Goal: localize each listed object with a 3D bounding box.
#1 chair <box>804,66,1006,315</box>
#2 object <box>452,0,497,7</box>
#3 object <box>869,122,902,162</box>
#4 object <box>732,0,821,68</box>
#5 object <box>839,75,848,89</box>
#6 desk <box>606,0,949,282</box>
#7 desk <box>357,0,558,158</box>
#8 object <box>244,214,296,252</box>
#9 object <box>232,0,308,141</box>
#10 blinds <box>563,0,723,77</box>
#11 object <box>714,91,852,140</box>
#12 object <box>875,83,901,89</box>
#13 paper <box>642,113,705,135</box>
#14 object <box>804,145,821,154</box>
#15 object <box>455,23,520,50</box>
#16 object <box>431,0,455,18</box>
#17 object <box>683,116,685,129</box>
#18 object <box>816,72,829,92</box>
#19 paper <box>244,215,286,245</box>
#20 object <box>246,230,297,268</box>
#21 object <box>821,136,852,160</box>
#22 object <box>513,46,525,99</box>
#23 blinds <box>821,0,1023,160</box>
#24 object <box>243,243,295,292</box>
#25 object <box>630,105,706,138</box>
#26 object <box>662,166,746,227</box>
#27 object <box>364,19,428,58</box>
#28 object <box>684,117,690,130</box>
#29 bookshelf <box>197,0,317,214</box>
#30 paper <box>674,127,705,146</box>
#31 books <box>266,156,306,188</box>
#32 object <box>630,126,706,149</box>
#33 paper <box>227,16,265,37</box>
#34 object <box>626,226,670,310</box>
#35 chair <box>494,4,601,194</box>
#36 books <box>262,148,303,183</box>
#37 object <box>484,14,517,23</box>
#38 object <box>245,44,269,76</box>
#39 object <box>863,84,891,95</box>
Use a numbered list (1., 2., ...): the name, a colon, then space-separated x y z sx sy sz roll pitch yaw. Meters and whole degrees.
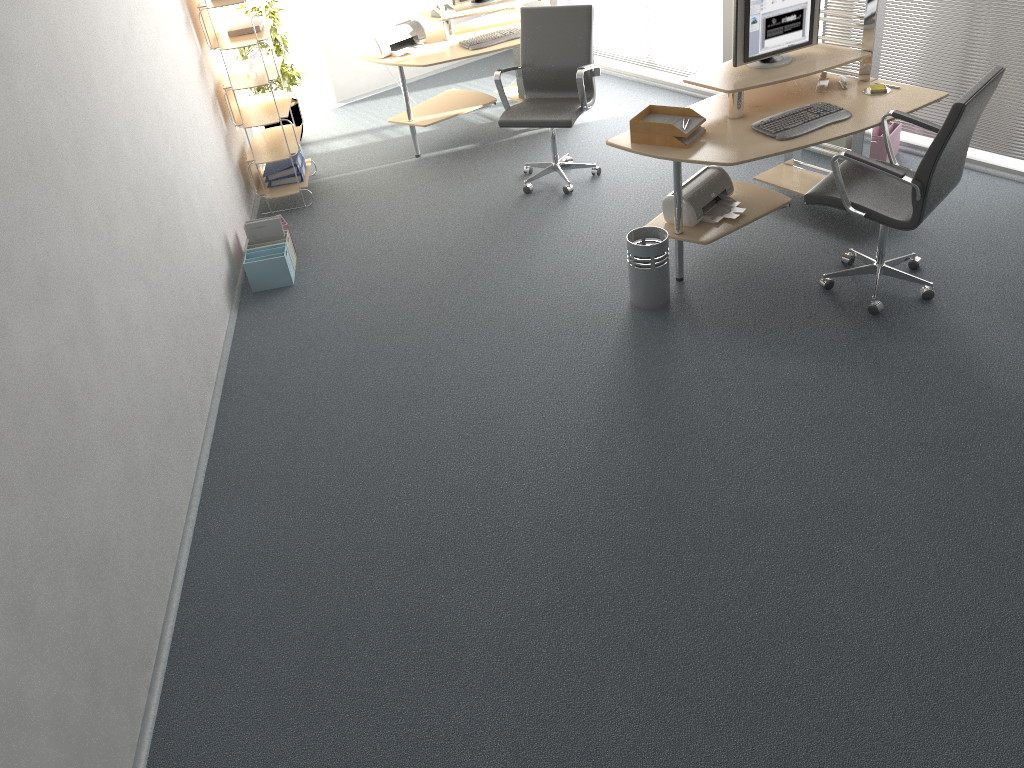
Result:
1. chair: 1.784 -0.915 4.158 0.652 1.048 0.584 22 46 36
2. object: -0.249 -3.049 6.563 0.516 0.418 0.245 -18 37 -13
3. object: 2.321 -1.518 5.616 0.185 0.202 0.245 18 44 33
4. object: 1.353 -1.895 4.616 0.516 0.418 0.245 -14 36 -7
5. object: 1.769 -1.614 4.731 0.022 0.042 0.134 -2 36 10
6. desk: 1.331 -1.397 4.479 1.469 1.566 0.967 -28 40 -24
7. desk: -0.282 -2.561 6.442 1.469 1.566 0.967 -28 40 -24
8. object: -1.536 -0.919 5.636 0.245 0.202 0.185 -22 38 -17
9. object: -1.905 -2.480 7.061 0.544 1.147 0.644 -10 36 -1
10. blinds: 0.912 -3.801 6.701 0.037 2.749 1.950 -28 40 -24
11. object: 1.313 -1.419 4.618 0.478 0.082 0.814 -23 38 -18
12. object: 1.964 -1.564 4.646 0.011 0.011 0.158 -30 41 -26
13. paper: 0.780 -1.300 4.432 0.297 0.010 0.210 16 43 31
14. object: 2.062 -1.677 5.893 0.245 0.202 0.185 -28 40 -24
15. object: -0.260 -2.592 6.585 0.478 0.082 0.814 -23 38 -18
16. object: -0.517 -2.774 6.472 0.119 0.151 0.150 22 46 36
17. object: 0.851 -1.297 4.397 0.008 0.009 0.159 0 36 12
18. object: 1.664 -1.623 4.748 0.054 0.064 0.159 7 39 21
19. paper: -1.485 -0.862 5.425 0.220 0.306 0.068 -11 36 -3
20. object: -1.475 -0.797 5.454 0.245 0.202 0.185 -11 36 -3
21. object: 2.169 -1.600 5.763 0.245 0.202 0.185 -28 40 -24
22. object: 0.243 -2.405 6.855 0.199 0.422 0.471 -28 40 -24
23. blinds: 2.530 -2.634 4.735 0.022 2.770 1.950 -28 40 -24
24. object: -1.446 -0.693 5.304 0.245 0.202 0.185 -11 36 -3
25. object: 0.777 -1.314 4.423 0.309 0.060 0.225 16 43 31
26. object: 1.055 -0.990 4.697 0.351 0.162 0.438 20 45 34
27. object: -0.795 -2.491 6.404 0.438 0.162 0.351 -34 42 -30
28. object: 0.863 -1.282 4.374 0.008 0.009 0.159 5 38 19
29. bookshelf: -1.710 -2.015 6.003 0.381 1.572 0.724 -11 36 -2
30. paper: 0.787 -1.258 4.462 0.297 0.019 0.210 16 43 31
31. books: -1.617 -1.520 6.347 0.262 0.072 0.320 -10 36 -2
32. object: 0.784 -1.269 4.455 0.309 0.060 0.225 16 43 31
33. paper: -1.758 -2.366 5.868 0.213 0.046 0.297 -11 36 -3
34. object: 0.700 -0.588 4.536 0.208 0.377 0.208 -1 36 11
35. chair: 0.248 -1.819 5.745 0.584 1.048 0.652 6 38 20
36. books: -1.634 -1.563 6.315 0.263 0.100 0.320 -10 36 -2
37. object: -0.002 -2.752 6.744 0.168 0.088 0.742 -26 39 -23
38. object: -1.710 -2.159 5.892 0.077 0.161 0.192 0 37 13
39. object: 1.897 -1.534 4.606 0.132 0.026 0.132 -28 40 -24
